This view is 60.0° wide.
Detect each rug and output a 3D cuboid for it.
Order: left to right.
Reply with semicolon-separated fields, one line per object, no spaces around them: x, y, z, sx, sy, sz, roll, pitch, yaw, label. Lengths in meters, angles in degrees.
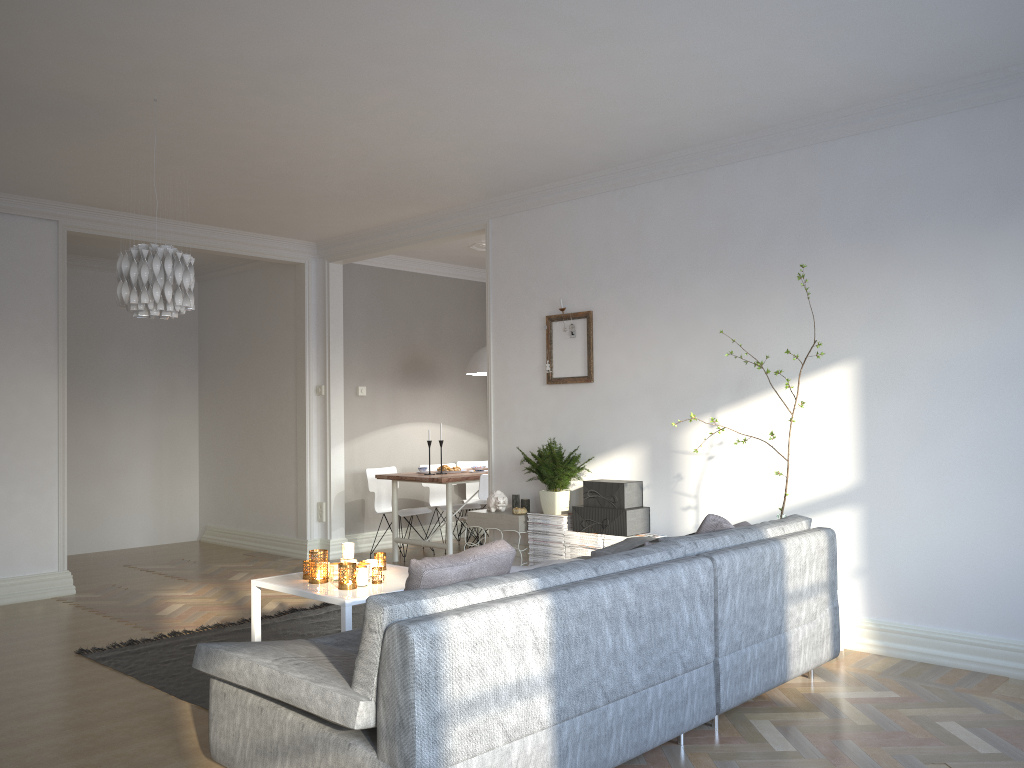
-0.891;1.403;4.733;2.112;0.055;2.015;-3;-3;43;rug

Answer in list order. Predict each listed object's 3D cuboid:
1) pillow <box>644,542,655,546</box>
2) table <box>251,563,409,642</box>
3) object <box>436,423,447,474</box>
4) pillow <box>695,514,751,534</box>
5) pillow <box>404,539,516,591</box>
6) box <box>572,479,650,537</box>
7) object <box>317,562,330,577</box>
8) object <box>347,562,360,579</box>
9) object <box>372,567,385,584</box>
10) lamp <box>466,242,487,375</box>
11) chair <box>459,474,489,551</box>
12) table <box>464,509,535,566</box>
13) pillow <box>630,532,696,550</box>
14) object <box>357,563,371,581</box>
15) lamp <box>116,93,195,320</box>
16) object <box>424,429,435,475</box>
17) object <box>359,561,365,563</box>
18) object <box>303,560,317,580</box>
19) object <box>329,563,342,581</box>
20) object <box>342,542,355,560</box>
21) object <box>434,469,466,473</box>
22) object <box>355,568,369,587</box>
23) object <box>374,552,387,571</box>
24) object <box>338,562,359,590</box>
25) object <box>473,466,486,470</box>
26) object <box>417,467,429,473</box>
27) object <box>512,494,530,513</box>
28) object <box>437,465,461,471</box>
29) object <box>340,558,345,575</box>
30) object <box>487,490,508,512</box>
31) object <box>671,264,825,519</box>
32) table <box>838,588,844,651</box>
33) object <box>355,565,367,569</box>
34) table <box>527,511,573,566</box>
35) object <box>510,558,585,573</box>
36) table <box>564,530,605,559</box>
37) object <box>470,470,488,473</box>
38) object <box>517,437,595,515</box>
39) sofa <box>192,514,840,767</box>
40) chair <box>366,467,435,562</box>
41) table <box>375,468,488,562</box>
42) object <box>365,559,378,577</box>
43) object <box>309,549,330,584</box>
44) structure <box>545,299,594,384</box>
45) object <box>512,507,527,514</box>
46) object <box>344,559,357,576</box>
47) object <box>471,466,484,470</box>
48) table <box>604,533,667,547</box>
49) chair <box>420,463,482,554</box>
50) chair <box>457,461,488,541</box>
0.593;0.793;3.741;0.414;0.311;0.337;1;-2;-41;pillow
-0.685;1.131;4.001;0.715;0.504;0.675;-3;-3;43;table
-0.604;0.545;7.564;0.095;0.448;0.095;-2;-2;39;object
0.905;0.770;3.991;0.324;0.402;0.430;-2;-2;31;pillow
-0.196;0.705;2.829;0.242;0.390;0.426;-2;-2;44;pillow
0.597;0.764;5.510;0.419;0.315;0.298;-2;-2;43;box
-0.851;0.844;4.000;0.060;0.073;0.060;-2;-2;32;object
-0.716;0.842;3.995;0.060;0.073;0.060;-1;-2;-1;object
-0.589;0.840;3.890;0.054;0.068;0.047;-1;-2;4;object
-0.158;-0.682;8.049;0.530;1.181;0.530;0;-2;-39;lamp
-0.158;1.104;7.175;0.431;0.785;0.479;0;-2;-27;chair
-0.044;1.164;6.064;0.553;0.575;0.299;-2;-2;44;table
0.712;0.831;4.297;0.401;0.248;0.421;0;-2;-26;pillow
-0.660;0.840;3.960;0.060;0.073;0.060;0;-2;-22;object
-1.723;-0.853;4.288;0.355;1.065;0.354;-1;-1;-4;lamp
-0.698;0.570;7.509;0.095;0.396;0.095;-2;-2;39;object
-0.685;0.854;4.126;0.052;0.058;0.050;-1;-2;13;object
-0.919;0.843;4.020;0.060;0.079;0.060;-2;-2;34;object
-0.790;0.842;3.976;0.060;0.073;0.060;-2;-2;32;object
-0.758;0.774;4.102;0.060;0.073;0.060;0;-2;-31;object
-0.538;0.767;7.796;0.287;0.019;0.287;-2;-3;31;object
-0.649;0.835;3.830;0.060;0.073;0.060;-1;-2;5;object
-0.629;0.847;4.233;0.060;0.079;0.060;-2;-2;38;object
-0.701;0.818;3.777;0.080;0.104;0.080;-2;-2;34;object
-0.295;0.766;8.090;0.129;0.038;0.129;1;-3;-42;object
-0.773;0.748;7.699;0.116;0.056;0.137;0;-2;-16;object
0.061;0.807;6.035;0.123;0.134;0.062;-1;-1;-6;object
-0.562;0.742;7.803;0.197;0.063;0.188;-1;-2;13;object
-0.769;0.848;4.130;0.060;0.073;0.060;-1;-2;23;object
-0.104;0.805;6.108;0.137;0.150;0.311;0;-2;-17;object
1.213;0.226;4.564;0.776;1.674;0.340;-1;-1;3;object
1.409;1.219;4.577;0.437;0.319;0.423;-2;-3;43;table
-0.667;0.838;3.895;0.060;0.073;0.060;0;-2;-22;object
0.294;1.138;5.795;0.321;0.596;0.246;-2;-2;43;table
0.161;1.137;4.425;0.726;0.437;0.812;-2;-3;42;object
0.519;1.176;5.582;0.327;0.499;0.246;-2;-2;43;table
-0.290;0.765;7.742;0.180;0.014;0.180;-1;-2;9;object
0.263;0.605;5.783;0.438;0.526;0.368;-2;-2;43;object
0.062;1.003;3.686;1.555;0.772;2.632;-3;-3;43;sofa
-1.005;1.143;7.910;0.479;0.785;0.431;-2;-2;33;chair
-0.175;1.155;8.010;0.853;0.750;1.986;-2;-3;43;table
-0.643;0.844;4.061;0.060;0.073;0.060;0;-2;-22;object
-0.859;0.808;3.928;0.090;0.139;0.087;-1;-2;14;object
0.374;-0.291;5.918;0.398;0.574;0.053;-2;-2;41;structure
0.052;0.848;5.931;0.099;0.046;0.104;-1;-2;0;object
-0.740;0.845;4.070;0.060;0.073;0.060;-1;-2;23;object
-0.307;0.760;7.922;0.129;0.038;0.129;-3;-3;43;object
0.748;1.164;5.366;0.327;0.499;0.246;-2;-2;43;table
-0.580;1.154;8.336;0.431;0.785;0.479;0;-2;-37;chair
-0.306;1.170;8.858;0.431;0.785;0.479;0;-2;-16;chair
